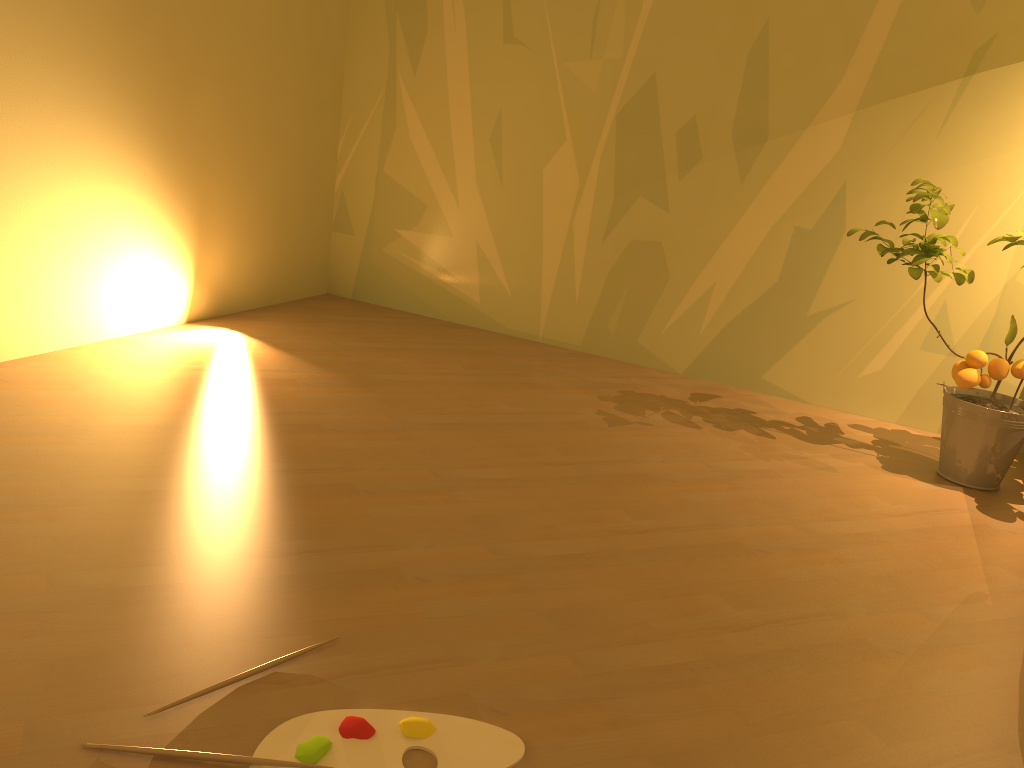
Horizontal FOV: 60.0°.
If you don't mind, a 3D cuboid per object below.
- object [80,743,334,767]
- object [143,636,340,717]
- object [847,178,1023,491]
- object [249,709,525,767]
[{"bbox_3d":[-0.391,0.478,1.138,0.325,0.015,0.010,8,16,-2],"label":"object"},{"bbox_3d":[-0.388,0.429,1.315,0.010,0.010,0.325,21,21,38],"label":"object"},{"bbox_3d":[1.353,-0.175,2.539,0.828,0.944,0.372,12,17,13],"label":"object"},{"bbox_3d":[-0.154,0.511,1.143,0.366,0.014,0.288,6,16,-8],"label":"object"}]
